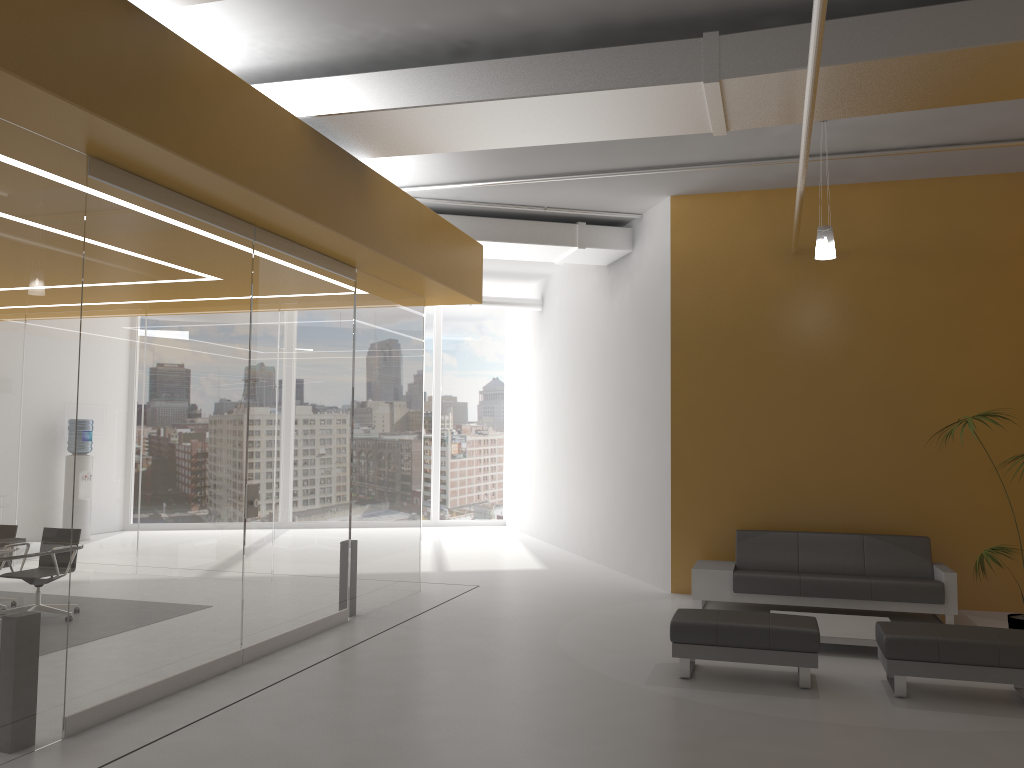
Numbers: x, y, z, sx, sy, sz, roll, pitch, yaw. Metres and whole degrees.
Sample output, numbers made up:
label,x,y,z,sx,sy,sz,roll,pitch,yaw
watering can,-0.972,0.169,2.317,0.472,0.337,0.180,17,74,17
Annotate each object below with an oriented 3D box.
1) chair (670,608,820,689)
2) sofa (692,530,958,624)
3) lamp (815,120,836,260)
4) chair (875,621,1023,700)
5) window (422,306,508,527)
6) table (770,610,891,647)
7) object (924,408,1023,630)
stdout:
label,x,y,z,sx,sy,sz,roll,pitch,yaw
chair,1.677,1.887,6.393,1.012,0.423,0.575,-1,-4,16
sofa,3.045,1.894,8.843,2.400,0.761,0.860,-1,-4,16
lamp,2.715,-1.700,7.704,0.174,1.227,0.174,3,-4,-32
chair,3.021,1.873,5.975,1.012,0.423,0.575,-1,-4,16
window,-2.871,0.515,17.202,8.533,4.498,0.100,1,-4,-14
table,2.701,2.106,7.483,1.000,0.150,1.000,-1,-4,16
object,3.818,1.165,6.760,0.912,1.956,1.222,3,-5,-33
